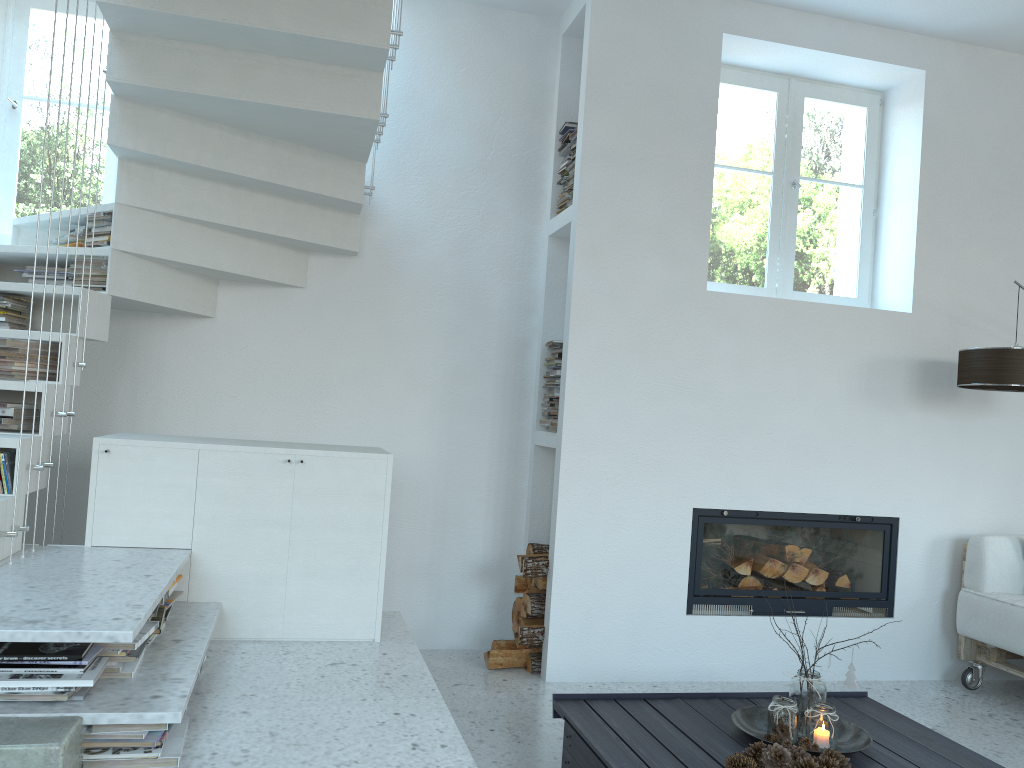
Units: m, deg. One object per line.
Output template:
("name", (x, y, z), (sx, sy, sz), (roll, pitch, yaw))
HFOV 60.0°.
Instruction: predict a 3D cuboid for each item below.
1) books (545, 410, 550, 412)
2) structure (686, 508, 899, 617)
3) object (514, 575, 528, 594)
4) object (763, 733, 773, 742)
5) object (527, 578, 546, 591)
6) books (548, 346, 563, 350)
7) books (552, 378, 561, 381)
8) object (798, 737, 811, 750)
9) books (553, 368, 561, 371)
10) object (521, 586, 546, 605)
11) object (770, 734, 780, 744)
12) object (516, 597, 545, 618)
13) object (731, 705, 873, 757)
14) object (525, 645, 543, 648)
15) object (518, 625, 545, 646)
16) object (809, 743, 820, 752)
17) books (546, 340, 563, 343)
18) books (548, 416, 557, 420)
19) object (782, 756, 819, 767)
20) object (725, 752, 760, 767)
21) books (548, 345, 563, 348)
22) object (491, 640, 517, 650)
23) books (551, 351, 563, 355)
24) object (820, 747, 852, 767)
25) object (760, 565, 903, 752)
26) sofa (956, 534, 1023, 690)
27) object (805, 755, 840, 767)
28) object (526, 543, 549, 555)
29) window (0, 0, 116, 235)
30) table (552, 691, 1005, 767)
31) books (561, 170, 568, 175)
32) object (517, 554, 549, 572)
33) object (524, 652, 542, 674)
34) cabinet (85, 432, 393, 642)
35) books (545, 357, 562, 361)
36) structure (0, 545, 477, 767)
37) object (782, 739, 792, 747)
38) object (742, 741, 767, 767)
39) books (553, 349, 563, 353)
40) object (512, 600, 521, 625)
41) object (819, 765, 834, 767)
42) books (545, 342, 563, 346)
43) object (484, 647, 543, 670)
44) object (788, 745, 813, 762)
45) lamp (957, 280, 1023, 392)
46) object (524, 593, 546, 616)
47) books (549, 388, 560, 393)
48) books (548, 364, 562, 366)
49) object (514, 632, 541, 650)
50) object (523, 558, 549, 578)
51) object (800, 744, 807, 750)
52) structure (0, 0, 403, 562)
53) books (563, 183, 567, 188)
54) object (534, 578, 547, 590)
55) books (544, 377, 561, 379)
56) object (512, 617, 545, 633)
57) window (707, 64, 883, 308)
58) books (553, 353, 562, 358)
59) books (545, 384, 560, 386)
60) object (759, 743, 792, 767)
("books", (0.296, 0.142, 4.402), (0.242, 0.012, 0.137), (4, -2, -12))
("structure", (1.312, 0.919, 4.605), (1.211, 0.584, 0.735), (5, -2, -17))
("object", (0.199, 1.001, 4.410), (0.406, 0.086, 0.087), (5, -2, -16))
("object", (0.805, 1.111, 2.786), (0.029, 0.030, 0.025), (4, -2, 7))
("object", (0.243, 0.978, 4.335), (0.328, 0.152, 0.133), (5, -2, -17))
("books", (0.328, -0.168, 4.383), (0.262, 0.006, 0.184), (5, -2, -18))
("books", (0.316, -0.013, 4.385), (0.206, 0.012, 0.183), (4, -2, -12))
("object", (0.906, 1.110, 2.740), (0.038, 0.043, 0.039), (6, -2, -43))
("books", (0.320, -0.063, 4.382), (0.189, 0.016, 0.182), (5, -2, -19))
("object", (0.221, 1.081, 4.291), (0.405, 0.225, 0.068), (5, -2, -21))
("object", (0.819, 1.109, 2.762), (0.031, 0.035, 0.031), (4, -2, -13))
("object", (0.213, 1.101, 4.354), (0.397, 0.109, 0.132), (5, -2, -29))
("object", (0.920, 1.116, 2.835), (0.429, 0.038, 0.430), (3, -2, 27))
("object", (0.242, 1.190, 4.207), (0.395, 0.107, 0.149), (5, -2, -23))
("object", (0.232, 1.162, 4.108), (0.442, 0.094, 0.096), (5, -2, -17))
("object", (0.928, 1.115, 2.716), (0.030, 0.035, 0.035), (4, -2, 10))
("books", (0.327, -0.195, 4.394), (0.290, 0.008, 0.160), (4, -2, -10))
("books", (0.300, 0.175, 4.374), (0.215, 0.019, 0.185), (4, -2, -10))
("object", (0.784, 1.067, 2.424), (0.097, 0.106, 0.090), (4, -2, 8))
("object", (0.652, 1.084, 2.505), (0.098, 0.084, 0.078), (4, -2, -13))
("books", (0.321, -0.175, 4.412), (0.254, 0.010, 0.138), (4, -2, -15))
("object", (0.123, 1.306, 4.365), (0.446, 0.098, 0.117), (5, -2, -18))
("books", (0.326, -0.144, 4.385), (0.225, 0.005, 0.193), (4, -2, -15))
("object", (0.932, 1.098, 2.559), (0.092, 0.100, 0.083), (4, -2, -8))
("object", (1.018, 0.880, 2.871), (0.435, 0.521, 0.309), (3, -2, 17))
("sofa", (2.846, 1.066, 3.431), (0.871, 0.854, 2.195), (4, -2, -14))
("object", (0.850, 1.081, 2.464), (0.108, 0.108, 0.094), (2, -2, 44))
("object", (0.245, 0.867, 4.409), (0.332, 0.140, 0.141), (4, -2, -13))
("window", (-2.399, -1.282, 4.184), (1.117, 1.226, 0.042), (4, -1, -14))
("table", (0.894, 1.228, 2.648), (1.258, 0.218, 1.270), (4, -2, -14))
("books", (0.390, -1.042, 4.414), (0.249, 0.006, 0.189), (5, -2, -16))
("object", (0.237, 0.871, 4.326), (0.418, 0.101, 0.110), (4, -2, -12))
("object", (0.261, 1.314, 4.202), (0.408, 0.097, 0.138), (5, -2, -20))
("cabinet", (-0.986, 0.552, 3.282), (0.993, 0.667, 0.551), (4, -2, -14))
("books", (0.320, -0.113, 4.397), (0.285, 0.008, 0.159), (5, -2, -16))
("structure", (-1.796, 0.826, 2.573), (3.113, 0.659, 2.899), (4, -2, -14))
("object", (0.846, 1.109, 2.727), (0.030, 0.035, 0.035), (4, -2, -15))
("object", (0.710, 1.083, 2.581), (0.078, 0.101, 0.086), (5, -2, -39))
("books", (0.324, -0.155, 4.395), (0.203, 0.018, 0.159), (5, -2, -19))
("object", (0.225, 1.149, 4.391), (0.439, 0.148, 0.128), (4, -2, -14))
("object", (0.861, 1.085, 2.392), (0.114, 0.101, 0.110), (5, -2, -31))
("books", (0.323, -0.186, 4.410), (0.295, 0.011, 0.137), (4, -2, -12))
("object", (0.162, 1.284, 4.233), (0.642, 0.108, 0.134), (5, -2, -25))
("object", (0.824, 1.090, 2.551), (0.091, 0.086, 0.106), (4, -2, 0))
("lamp", (2.761, 0.544, 4.336), (1.559, 1.965, 0.470), (5, -2, -28))
("object", (0.256, 1.043, 4.201), (0.393, 0.092, 0.129), (5, -2, -18))
("books", (0.305, 0.042, 4.397), (0.222, 0.028, 0.141), (4, -2, -9))
("books", (0.318, -0.082, 4.396), (0.254, 0.006, 0.161), (4, -2, -12))
("object", (0.214, 1.171, 4.189), (0.446, 0.207, 0.084), (5, -2, -18))
("object", (0.252, 0.858, 4.120), (0.442, 0.094, 0.096), (5, -2, -17))
("object", (0.887, 1.116, 2.714), (0.030, 0.027, 0.026), (2, -2, 43))
("structure", (-1.343, -0.832, 2.838), (1.954, 3.381, 2.614), (4, -2, -14))
("books", (0.384, -0.986, 4.413), (0.236, 0.015, 0.150), (4, -2, -11))
("object", (0.326, 0.932, 4.226), (0.434, 0.103, 0.141), (5, -2, -17))
("books", (0.312, -0.022, 4.404), (0.290, 0.005, 0.126), (5, -2, -19))
("object", (0.231, 1.184, 4.341), (0.440, 0.109, 0.168), (5, -2, -26))
("window", (1.426, -1.003, 4.615), (1.117, 1.226, 0.072), (4, -1, -14))
("books", (0.320, -0.129, 4.402), (0.218, 0.025, 0.141), (4, -2, -9))
("books", (0.309, 0.015, 4.404), (0.266, 0.010, 0.145), (4, -2, -15))
("object", (0.758, 1.077, 2.538), (0.099, 0.102, 0.097), (6, -2, -43))
